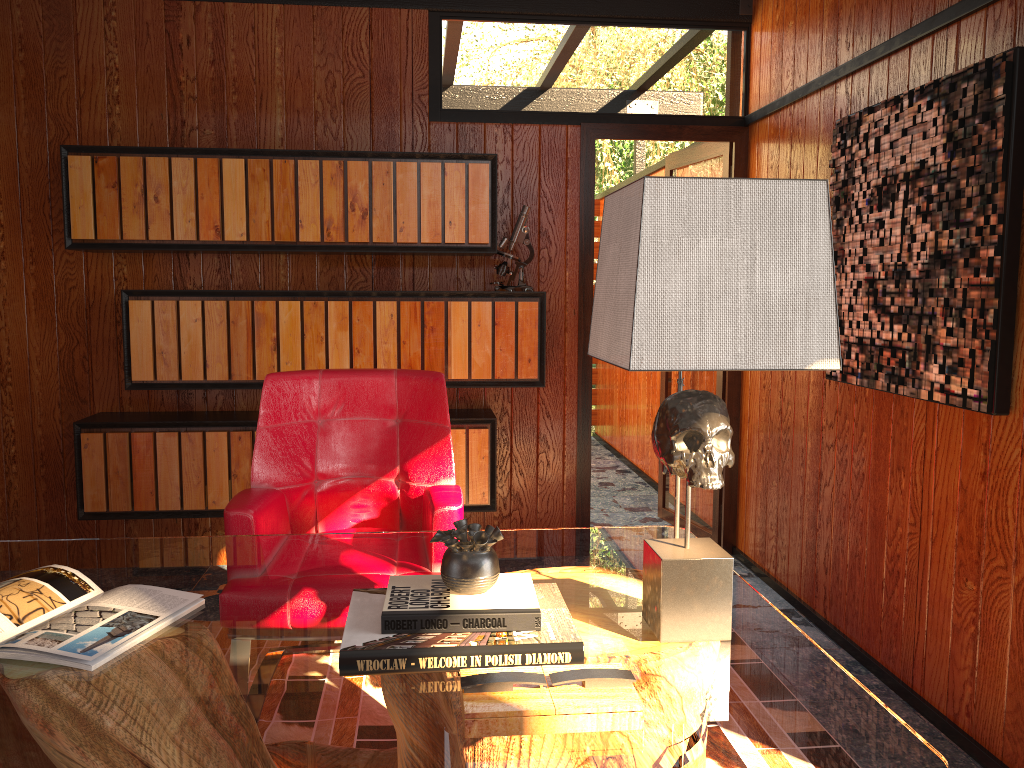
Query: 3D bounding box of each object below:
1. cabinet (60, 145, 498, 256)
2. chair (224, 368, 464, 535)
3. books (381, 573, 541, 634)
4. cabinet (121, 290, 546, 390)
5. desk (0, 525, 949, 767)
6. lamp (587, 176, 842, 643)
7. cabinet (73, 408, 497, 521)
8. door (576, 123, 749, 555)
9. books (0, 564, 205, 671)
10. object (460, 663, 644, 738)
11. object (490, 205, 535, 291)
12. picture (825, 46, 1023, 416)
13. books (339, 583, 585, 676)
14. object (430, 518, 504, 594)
[{"bbox_3d":[-0.895,-0.726,3.581,1.653,0.390,0.321,0,6,-6],"label":"cabinet"},{"bbox_3d":[-0.459,0.459,2.576,0.621,0.956,0.839,0,6,-6],"label":"chair"},{"bbox_3d":[-0.085,0.362,1.478,0.249,0.029,0.198,0,6,-4],"label":"books"},{"bbox_3d":[-0.699,-0.189,3.658,1.653,0.390,0.321,0,6,-6],"label":"cabinet"},{"bbox_3d":[-0.466,0.726,1.547,1.900,0.632,1.150,0,6,-6],"label":"desk"},{"bbox_3d":[0.306,0.055,1.438,0.316,0.732,0.316,0,6,-6],"label":"lamp"},{"bbox_3d":[-0.899,0.323,3.691,1.653,0.390,0.321,0,6,-6],"label":"cabinet"},{"bbox_3d":[0.628,-0.192,4.318,0.751,1.955,0.734,0,6,-6],"label":"door"},{"bbox_3d":[-0.800,0.385,1.519,0.422,0.049,0.300,2,6,13],"label":"books"},{"bbox_3d":[0.049,0.421,1.211,0.238,0.049,0.135,0,6,-6],"label":"object"},{"bbox_3d":[0.001,-0.559,3.650,0.181,0.354,0.142,4,7,30],"label":"object"},{"bbox_3d":[1.138,-0.403,2.567,0.061,0.873,0.916,0,6,-6],"label":"picture"},{"bbox_3d":[-0.087,0.399,1.464,0.366,0.040,0.286,0,6,-6],"label":"books"},{"bbox_3d":[-0.076,0.290,1.486,0.121,0.114,0.118,-1,6,-12],"label":"object"}]
